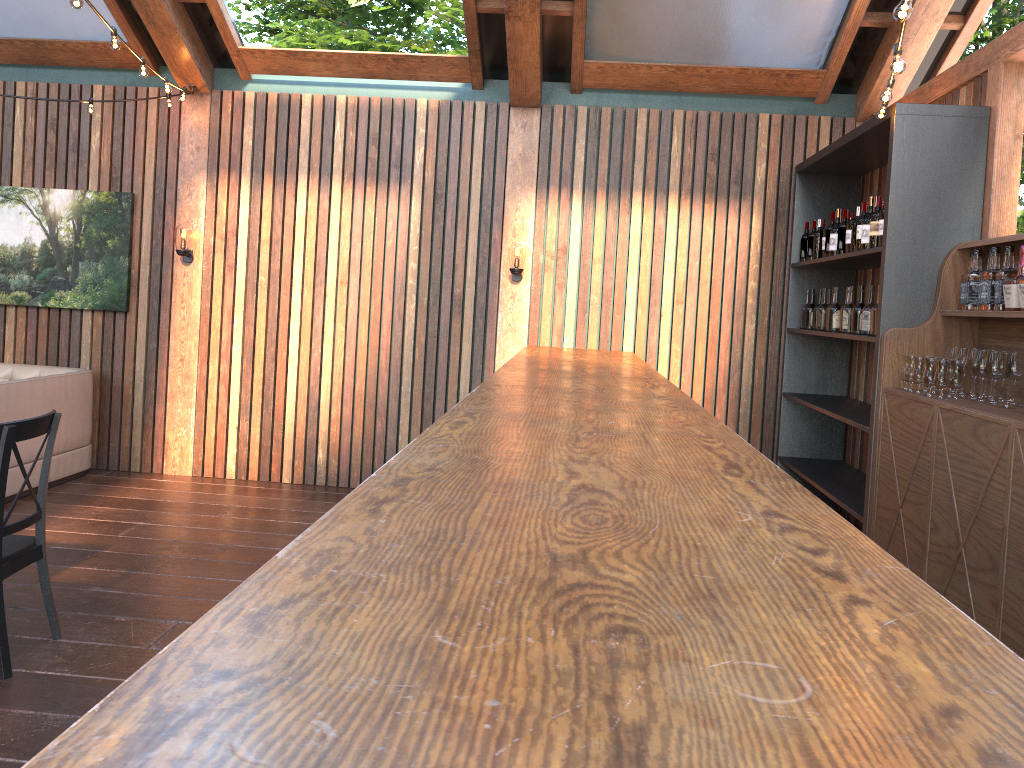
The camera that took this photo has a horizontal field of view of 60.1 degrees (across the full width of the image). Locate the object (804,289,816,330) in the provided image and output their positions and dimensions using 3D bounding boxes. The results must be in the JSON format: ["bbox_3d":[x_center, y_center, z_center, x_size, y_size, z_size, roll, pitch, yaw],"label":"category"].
[{"bbox_3d":[2.278,-0.568,6.738,0.094,0.308,0.094,2,2,-31],"label":"object"}]

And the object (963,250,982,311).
[{"bbox_3d":[2.405,-0.536,4.585,0.095,0.318,0.094,4,2,19],"label":"object"}]

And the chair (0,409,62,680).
[{"bbox_3d":[-2.248,0.633,3.730,0.539,1.018,0.478,3,2,-1],"label":"chair"}]

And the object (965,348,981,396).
[{"bbox_3d":[2.374,-0.062,4.554,0.092,0.244,0.092,3,2,-21],"label":"object"}]

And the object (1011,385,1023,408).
[{"bbox_3d":[2.335,0.059,4.021,0.124,0.096,0.124,4,4,15],"label":"object"}]

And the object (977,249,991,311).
[{"bbox_3d":[2.428,-0.525,4.481,0.094,0.318,0.094,3,2,-1],"label":"object"}]

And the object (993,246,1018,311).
[{"bbox_3d":[2.397,-0.508,4.276,0.094,0.318,0.094,4,2,14],"label":"object"}]

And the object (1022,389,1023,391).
[{"bbox_3d":[2.247,0.076,3.781,0.124,0.096,0.124,3,4,-7],"label":"object"}]

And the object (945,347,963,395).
[{"bbox_3d":[2.274,-0.068,4.545,0.092,0.244,0.092,4,2,24],"label":"object"}]

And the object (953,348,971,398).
[{"bbox_3d":[2.259,-0.058,4.433,0.092,0.244,0.092,4,2,24],"label":"object"}]

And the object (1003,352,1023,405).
[{"bbox_3d":[2.353,-0.026,4.149,0.092,0.244,0.092,3,2,-21],"label":"object"}]

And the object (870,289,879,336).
[{"bbox_3d":[2.161,-0.433,5.193,0.094,0.308,0.094,3,2,0],"label":"object"}]

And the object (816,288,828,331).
[{"bbox_3d":[2.243,-0.536,6.365,0.094,0.308,0.094,4,2,25],"label":"object"}]

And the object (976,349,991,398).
[{"bbox_3d":[2.384,-0.052,4.451,0.092,0.244,0.092,4,2,24],"label":"object"}]

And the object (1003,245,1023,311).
[{"bbox_3d":[2.385,-0.490,4.127,0.138,0.310,0.138,4,2,8],"label":"object"}]

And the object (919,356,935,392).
[{"bbox_3d":[2.195,-0.055,4.685,0.070,0.185,0.070,4,2,8],"label":"object"}]

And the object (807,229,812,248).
[{"bbox_3d":[2.284,-1.075,6.715,0.077,0.306,0.077,4,2,20],"label":"object"}]

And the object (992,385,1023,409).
[{"bbox_3d":[2.202,0.059,3.935,0.124,0.096,0.124,4,4,15],"label":"object"}]

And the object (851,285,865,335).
[{"bbox_3d":[2.170,-0.462,5.515,0.094,0.308,0.094,2,2,-31],"label":"object"}]

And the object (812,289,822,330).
[{"bbox_3d":[2.309,-0.557,6.637,0.094,0.308,0.094,4,2,31],"label":"object"}]

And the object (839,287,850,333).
[{"bbox_3d":[2.224,-0.491,5.864,0.094,0.308,0.094,3,2,4],"label":"object"}]

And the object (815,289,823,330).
[{"bbox_3d":[2.300,-0.549,6.542,0.094,0.308,0.094,3,2,1],"label":"object"}]

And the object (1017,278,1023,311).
[{"bbox_3d":[2.369,-0.477,3.971,0.138,0.310,0.138,3,2,4],"label":"object"}]

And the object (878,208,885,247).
[{"bbox_3d":[2.179,-0.933,5.078,0.136,0.315,0.136,4,2,11],"label":"object"}]

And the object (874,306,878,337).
[{"bbox_3d":[2.141,-0.424,5.090,0.094,0.308,0.094,4,2,5],"label":"object"}]

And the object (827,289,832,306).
[{"bbox_3d":[2.309,-0.540,6.453,0.094,0.308,0.095,2,2,-32],"label":"object"}]

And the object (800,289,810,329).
[{"bbox_3d":[2.276,-0.577,6.829,0.094,0.308,0.094,4,2,9],"label":"object"}]

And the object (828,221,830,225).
[{"bbox_3d":[2.391,-1.069,6.683,0.136,0.315,0.137,2,2,-34],"label":"object"}]

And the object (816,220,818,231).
[{"bbox_3d":[2.320,-1.094,6.799,0.087,0.334,0.088,3,2,-16],"label":"object"}]

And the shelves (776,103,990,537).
[{"bbox_3d":[2.339,-0.209,5.946,0.502,2.823,2.208,3,3,4],"label":"shelves"}]

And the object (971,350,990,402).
[{"bbox_3d":[2.242,-0.040,4.222,0.092,0.244,0.092,3,2,-21],"label":"object"}]

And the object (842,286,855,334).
[{"bbox_3d":[2.198,-0.481,5.745,0.094,0.308,0.094,3,2,1],"label":"object"}]

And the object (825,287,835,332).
[{"bbox_3d":[2.211,-0.512,6.084,0.094,0.308,0.094,4,2,5],"label":"object"}]

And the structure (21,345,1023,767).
[{"bbox_3d":[0.272,0.647,3.798,0.857,1.270,6.825,4,5,4],"label":"structure"}]

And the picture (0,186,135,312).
[{"bbox_3d":[-4.011,-1.152,7.457,1.650,0.996,0.065,4,1,4],"label":"picture"}]

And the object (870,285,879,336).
[{"bbox_3d":[2.197,-0.440,5.294,0.094,0.308,0.094,4,2,25],"label":"object"}]

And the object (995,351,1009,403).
[{"bbox_3d":[2.356,-0.035,4.251,0.092,0.244,0.092,3,2,-21],"label":"object"}]

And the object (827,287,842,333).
[{"bbox_3d":[2.186,-0.504,5.979,0.094,0.308,0.094,3,2,-14],"label":"object"}]

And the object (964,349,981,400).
[{"bbox_3d":[2.259,-0.048,4.323,0.092,0.244,0.092,3,2,-21],"label":"object"}]

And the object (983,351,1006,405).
[{"bbox_3d":[2.243,-0.030,4.115,0.092,0.244,0.092,3,2,-21],"label":"object"}]

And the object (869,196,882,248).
[{"bbox_3d":[2.147,-0.945,5.196,0.078,0.311,0.078,3,2,-1],"label":"object"}]

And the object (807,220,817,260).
[{"bbox_3d":[2.257,-1.070,6.628,0.077,0.308,0.077,3,2,-18],"label":"object"}]

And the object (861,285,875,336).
[{"bbox_3d":[2.188,-0.451,5.405,0.094,0.308,0.095,2,2,-32],"label":"object"}]

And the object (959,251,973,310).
[{"bbox_3d":[2.439,-0.543,4.686,0.094,0.318,0.094,3,2,4],"label":"object"}]

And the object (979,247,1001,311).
[{"bbox_3d":[2.387,-0.518,4.382,0.094,0.318,0.094,3,2,-1],"label":"object"}]

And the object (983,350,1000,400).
[{"bbox_3d":[2.357,-0.044,4.348,0.092,0.244,0.092,4,2,24],"label":"object"}]
